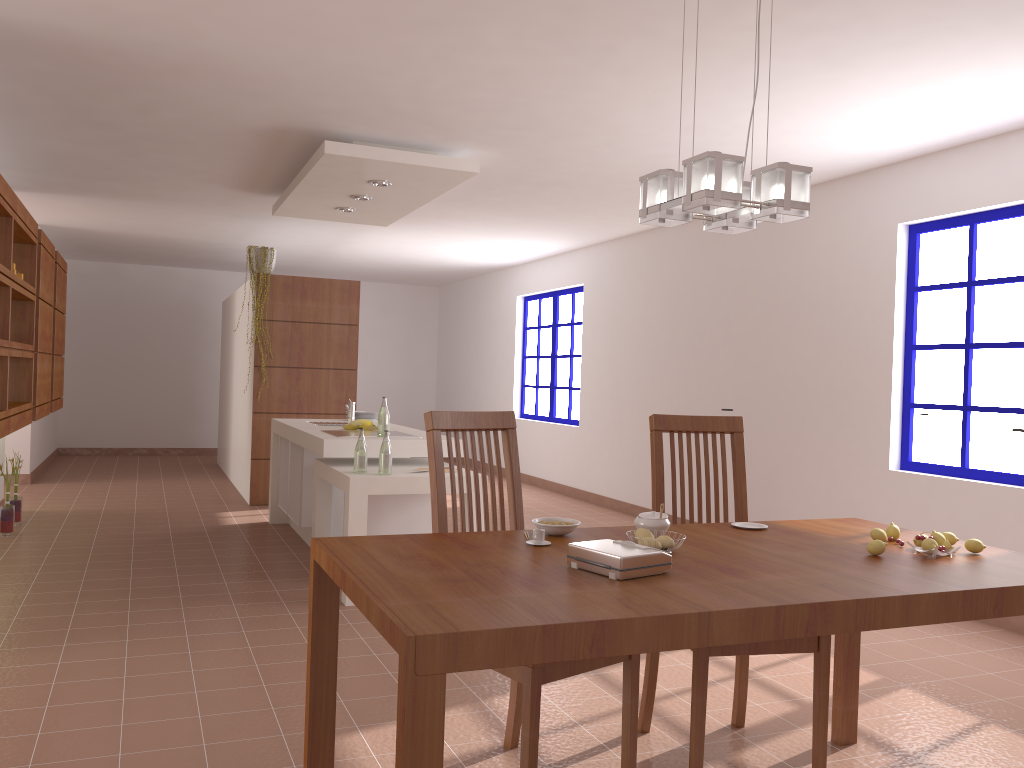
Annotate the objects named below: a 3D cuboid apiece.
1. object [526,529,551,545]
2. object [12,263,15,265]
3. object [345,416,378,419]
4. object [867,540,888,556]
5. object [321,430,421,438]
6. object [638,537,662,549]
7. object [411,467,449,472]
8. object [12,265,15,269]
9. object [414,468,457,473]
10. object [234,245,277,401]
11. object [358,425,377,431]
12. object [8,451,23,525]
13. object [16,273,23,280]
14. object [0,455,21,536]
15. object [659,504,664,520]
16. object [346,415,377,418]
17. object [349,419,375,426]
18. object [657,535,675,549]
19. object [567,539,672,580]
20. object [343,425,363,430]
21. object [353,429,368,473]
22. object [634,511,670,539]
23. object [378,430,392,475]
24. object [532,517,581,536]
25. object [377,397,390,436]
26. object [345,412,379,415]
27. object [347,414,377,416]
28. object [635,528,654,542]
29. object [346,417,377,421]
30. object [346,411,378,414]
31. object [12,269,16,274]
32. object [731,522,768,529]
[{"bbox_3d":[0.069,0.395,2.284,0.065,0.037,0.065,2,0,-9],"label":"object"},{"bbox_3d":[-2.866,-0.629,5.065,0.044,0.120,0.044,2,0,-23],"label":"object"},{"bbox_3d":[-1.173,0.267,6.930,0.228,0.020,0.228,2,0,-41],"label":"object"},{"bbox_3d":[0.941,0.423,2.290,0.041,0.041,0.042,2,0,-37],"label":"object"},{"bbox_3d":[-0.868,0.304,5.400,0.493,0.006,0.551,2,0,-23],"label":"object"},{"bbox_3d":[0.346,0.401,2.226,0.061,0.032,0.048,2,0,37],"label":"object"},{"bbox_3d":[-0.440,0.468,4.844,0.041,0.008,0.375,2,0,34],"label":"object"},{"bbox_3d":[-2.754,-0.614,4.867,0.044,0.099,0.044,2,0,-23],"label":"object"},{"bbox_3d":[-0.404,0.475,4.888,0.266,0.006,0.168,2,0,-6],"label":"object"},{"bbox_3d":[-2.197,-0.515,7.658,0.279,1.344,0.297,2,0,27],"label":"object"},{"bbox_3d":[-0.943,0.285,5.772,0.207,0.033,0.060,2,0,22],"label":"object"},{"bbox_3d":[-3.554,0.737,6.356,0.087,0.546,0.296,2,0,-22],"label":"object"},{"bbox_3d":[-2.859,-0.604,5.138,0.044,0.070,0.044,2,0,-23],"label":"object"},{"bbox_3d":[-3.381,0.745,5.946,0.087,0.546,0.296,2,0,-7],"label":"object"},{"bbox_3d":[0.395,0.354,2.353,0.010,0.075,0.015,2,0,-23],"label":"object"},{"bbox_3d":[-1.173,0.257,6.930,0.228,0.020,0.228,2,0,-41],"label":"object"},{"bbox_3d":[-0.968,0.256,5.786,0.047,0.055,0.207,2,0,44],"label":"object"},{"bbox_3d":[0.387,0.401,2.256,0.048,0.033,0.060,2,0,-23],"label":"object"},{"bbox_3d":[0.256,0.390,2.020,0.195,0.062,0.176,2,0,-38],"label":"object"},{"bbox_3d":[-1.049,0.281,5.757,0.060,0.033,0.207,2,0,-43],"label":"object"},{"bbox_3d":[-0.792,0.350,4.655,0.071,0.230,0.071,2,0,-41],"label":"object"},{"bbox_3d":[0.377,0.384,2.386,0.096,0.079,0.096,2,0,-27],"label":"object"},{"bbox_3d":[-0.656,0.355,4.606,0.071,0.230,0.071,2,0,-41],"label":"object"},{"bbox_3d":[0.121,0.396,2.443,0.136,0.036,0.136,2,0,25],"label":"object"},{"bbox_3d":[-0.754,0.190,5.221,0.071,0.230,0.071,2,0,-41],"label":"object"},{"bbox_3d":[-1.172,0.237,6.930,0.228,0.020,0.228,2,0,-41],"label":"object"},{"bbox_3d":[-1.173,0.247,6.930,0.228,0.020,0.228,2,0,-41],"label":"object"},{"bbox_3d":[0.343,0.394,2.286,0.048,0.044,0.055,2,0,-43],"label":"object"},{"bbox_3d":[-1.174,0.277,6.930,0.228,0.020,0.228,2,0,-41],"label":"object"},{"bbox_3d":[-1.172,0.226,6.929,0.228,0.020,0.228,2,0,-41],"label":"object"},{"bbox_3d":[-2.621,-0.583,4.640,0.044,0.049,0.044,2,0,-23],"label":"object"},{"bbox_3d":[0.717,0.429,2.678,0.108,0.008,0.108,2,0,32],"label":"object"}]
